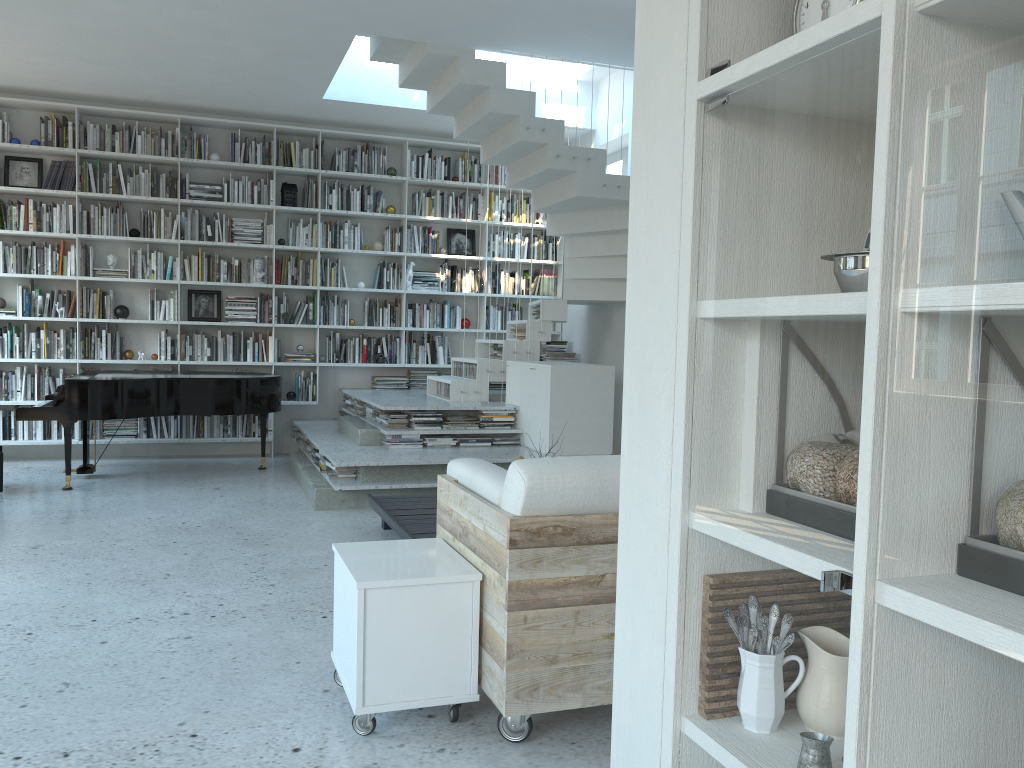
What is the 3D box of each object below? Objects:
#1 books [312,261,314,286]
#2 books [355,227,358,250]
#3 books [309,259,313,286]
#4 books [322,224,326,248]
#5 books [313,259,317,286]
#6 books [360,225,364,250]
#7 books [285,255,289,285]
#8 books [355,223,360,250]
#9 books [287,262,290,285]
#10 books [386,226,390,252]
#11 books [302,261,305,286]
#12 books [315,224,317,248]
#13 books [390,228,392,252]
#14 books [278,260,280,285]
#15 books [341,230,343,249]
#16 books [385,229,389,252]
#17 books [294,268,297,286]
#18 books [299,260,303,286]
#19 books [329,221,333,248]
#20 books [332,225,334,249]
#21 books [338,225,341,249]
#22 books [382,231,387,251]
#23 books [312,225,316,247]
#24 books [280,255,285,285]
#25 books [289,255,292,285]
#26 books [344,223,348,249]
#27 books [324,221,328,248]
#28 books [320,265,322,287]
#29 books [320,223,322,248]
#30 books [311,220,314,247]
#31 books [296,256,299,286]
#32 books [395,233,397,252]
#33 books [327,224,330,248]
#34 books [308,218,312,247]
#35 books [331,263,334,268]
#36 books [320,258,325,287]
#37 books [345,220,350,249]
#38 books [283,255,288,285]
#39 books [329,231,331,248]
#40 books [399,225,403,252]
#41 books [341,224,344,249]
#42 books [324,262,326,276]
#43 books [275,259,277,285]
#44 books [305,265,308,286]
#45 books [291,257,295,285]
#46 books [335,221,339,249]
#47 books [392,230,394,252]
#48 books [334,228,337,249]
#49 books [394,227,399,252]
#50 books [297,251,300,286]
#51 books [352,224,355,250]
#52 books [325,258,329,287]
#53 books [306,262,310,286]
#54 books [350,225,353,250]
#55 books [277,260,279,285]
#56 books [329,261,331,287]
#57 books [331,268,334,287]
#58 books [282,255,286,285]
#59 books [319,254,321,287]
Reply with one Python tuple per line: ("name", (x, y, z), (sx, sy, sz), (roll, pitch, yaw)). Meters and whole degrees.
("books", (-1.957, -1.070, 8.678), (0.019, 0.248, 0.148), (0, 4, -19))
("books", (-1.554, -1.426, 8.776), (0.021, 0.232, 0.182), (0, 4, -19))
("books", (-1.969, -1.078, 8.657), (0.032, 0.266, 0.142), (0, 4, -19))
("books", (-1.848, -1.434, 8.689), (0.030, 0.242, 0.138), (0, 4, -19))
("books", (-1.937, -1.080, 8.681), (0.033, 0.269, 0.141), (0, 4, -19))
("books", (-1.500, -1.437, 8.806), (0.034, 0.254, 0.160), (0, 4, -19))
("books", (-2.187, -1.093, 8.586), (0.035, 0.293, 0.145), (0, 4, -19))
("books", (-1.528, -1.446, 8.771), (0.024, 0.272, 0.169), (0, 4, -19))
("books", (-2.166, -1.062, 8.586), (0.015, 0.232, 0.180), (0, 4, -19))
("books", (-1.243, -1.442, 8.880), (0.015, 0.268, 0.164), (0, 4, -19))
("books", (-2.032, -1.065, 8.612), (0.027, 0.242, 0.188), (0, 4, -19))
("books", (-1.923, -1.431, 8.645), (0.026, 0.238, 0.173), (0, 4, -19))
("books", (-1.232, -1.430, 8.896), (0.016, 0.244, 0.151), (0, 4, -19))
("books", (-2.257, -1.072, 8.580), (0.013, 0.247, 0.176), (0, 4, -19))
("books", (-1.688, -1.408, 8.731), (0.025, 0.194, 0.171), (0, 4, -19))
("books", (-1.260, -1.425, 8.888), (0.012, 0.232, 0.154), (0, 4, -19))
("books", (-2.116, -1.038, 8.629), (0.030, 0.181, 0.131), (0, 4, -19))
("books", (-2.062, -1.072, 8.627), (0.033, 0.253, 0.174), (0, 4, -19))
("books", (-1.783, -1.455, 8.718), (0.014, 0.284, 0.135), (0, 4, -19))
("books", (-1.764, -1.430, 8.706), (0.013, 0.236, 0.157), (0, 4, -19))
("books", (-1.706, -1.430, 8.714), (0.022, 0.237, 0.164), (0, 4, -19))
("books", (-1.280, -1.419, 8.887), (0.015, 0.220, 0.140), (0, 4, -19))
("books", (-1.936, -1.426, 8.625), (0.028, 0.230, 0.176), (0, 4, -19))
("books", (-2.220, -1.093, 8.563), (0.035, 0.293, 0.145), (0, 4, -19))
("books", (-2.148, -1.093, 8.587), (0.019, 0.294, 0.163), (0, 4, -19))
("books", (-1.644, -1.442, 8.725), (0.030, 0.263, 0.182), (0, 4, -19))
("books", (-1.825, -1.452, 8.691), (0.014, 0.279, 0.153), (0, 4, -19))
("books", (-1.883, -1.055, 8.692), (0.015, 0.220, 0.154), (0, 4, -19))
("books", (-1.880, -1.438, 8.652), (0.028, 0.251, 0.190), (0, 4, -19))
("books", (-1.956, -1.451, 8.633), (0.025, 0.277, 0.173), (0, 4, -19))
("books", (-2.083, -1.091, 8.595), (0.019, 0.293, 0.182), (0, 4, -19))
("books", (-1.180, -1.409, 8.911), (0.013, 0.202, 0.173), (0, 4, -19))
("books", (-1.807, -1.436, 8.681), (0.014, 0.248, 0.176), (0, 4, -19))
("books", (-1.972, -1.459, 8.629), (0.028, 0.294, 0.154), (0, 4, -19))
("books", (-1.769, -1.065, 8.730), (0.008, 0.242, 0.169), (0, 4, -19))
("books", (-1.860, -1.088, 8.687), (0.035, 0.288, 0.191), (0, 4, -19))
("books", (-1.625, -1.459, 8.758), (0.027, 0.295, 0.159), (0, 4, -19))
("books", (-2.194, -1.093, 8.568), (0.035, 0.293, 0.145), (0, 4, -19))
("books", (-1.795, -1.402, 8.700), (0.021, 0.179, 0.136), (0, 4, -19))
("books", (-1.116, -1.446, 8.916), (0.005, 0.278, 0.182), (0, 4, -19))
("books", (-1.672, -1.440, 8.741), (0.011, 0.257, 0.131), (0, 4, -19))
("books", (-1.847, -1.067, 8.714), (0.007, 0.244, 0.145), (0, 4, -19))
("books", (-2.284, -1.076, 8.559), (0.015, 0.255, 0.150), (0, 4, -19))
("books", (-2.012, -1.047, 8.629), (0.034, 0.204, 0.181), (0, 4, -19))
("books", (-2.138, -1.086, 8.615), (0.035, 0.278, 0.139), (0, 4, -19))
("books", (-1.721, -1.451, 8.701), (0.014, 0.280, 0.177), (0, 4, -19))
("books", (-1.207, -1.423, 8.907), (0.016, 0.228, 0.160), (0, 4, -19))
("books", (-1.747, -1.420, 8.715), (0.026, 0.216, 0.161), (0, 4, -19))
("books", (-1.162, -1.436, 8.905), (0.016, 0.257, 0.175), (0, 4, -19))
("books", (-2.077, -1.115, 8.615), (0.021, 0.338, 0.169), (0, 4, -19))
("books", (-1.580, -1.442, 8.780), (0.024, 0.262, 0.133), (0, 4, -19))
("books", (-1.812, -1.082, 8.688), (0.013, 0.279, 0.191), (0, 4, -19))
("books", (-1.994, -1.065, 8.655), (0.028, 0.240, 0.145), (0, 4, -19))
("books", (-1.597, -1.433, 8.754), (0.025, 0.245, 0.183), (0, 4, -19))
("books", (-2.268, -1.070, 8.564), (0.014, 0.244, 0.145), (0, 4, -19))
("books", (-1.796, -1.072, 8.725), (0.013, 0.256, 0.144), (0, 4, -19))
("books", (-1.773, -1.039, 8.703), (0.017, 0.192, 0.191), (0, 4, -19))
("books", (-2.211, -1.093, 8.577), (0.035, 0.293, 0.145), (0, 4, -19))
("books", (-1.887, -1.103, 8.672), (0.006, 0.319, 0.164), (0, 4, -19))
